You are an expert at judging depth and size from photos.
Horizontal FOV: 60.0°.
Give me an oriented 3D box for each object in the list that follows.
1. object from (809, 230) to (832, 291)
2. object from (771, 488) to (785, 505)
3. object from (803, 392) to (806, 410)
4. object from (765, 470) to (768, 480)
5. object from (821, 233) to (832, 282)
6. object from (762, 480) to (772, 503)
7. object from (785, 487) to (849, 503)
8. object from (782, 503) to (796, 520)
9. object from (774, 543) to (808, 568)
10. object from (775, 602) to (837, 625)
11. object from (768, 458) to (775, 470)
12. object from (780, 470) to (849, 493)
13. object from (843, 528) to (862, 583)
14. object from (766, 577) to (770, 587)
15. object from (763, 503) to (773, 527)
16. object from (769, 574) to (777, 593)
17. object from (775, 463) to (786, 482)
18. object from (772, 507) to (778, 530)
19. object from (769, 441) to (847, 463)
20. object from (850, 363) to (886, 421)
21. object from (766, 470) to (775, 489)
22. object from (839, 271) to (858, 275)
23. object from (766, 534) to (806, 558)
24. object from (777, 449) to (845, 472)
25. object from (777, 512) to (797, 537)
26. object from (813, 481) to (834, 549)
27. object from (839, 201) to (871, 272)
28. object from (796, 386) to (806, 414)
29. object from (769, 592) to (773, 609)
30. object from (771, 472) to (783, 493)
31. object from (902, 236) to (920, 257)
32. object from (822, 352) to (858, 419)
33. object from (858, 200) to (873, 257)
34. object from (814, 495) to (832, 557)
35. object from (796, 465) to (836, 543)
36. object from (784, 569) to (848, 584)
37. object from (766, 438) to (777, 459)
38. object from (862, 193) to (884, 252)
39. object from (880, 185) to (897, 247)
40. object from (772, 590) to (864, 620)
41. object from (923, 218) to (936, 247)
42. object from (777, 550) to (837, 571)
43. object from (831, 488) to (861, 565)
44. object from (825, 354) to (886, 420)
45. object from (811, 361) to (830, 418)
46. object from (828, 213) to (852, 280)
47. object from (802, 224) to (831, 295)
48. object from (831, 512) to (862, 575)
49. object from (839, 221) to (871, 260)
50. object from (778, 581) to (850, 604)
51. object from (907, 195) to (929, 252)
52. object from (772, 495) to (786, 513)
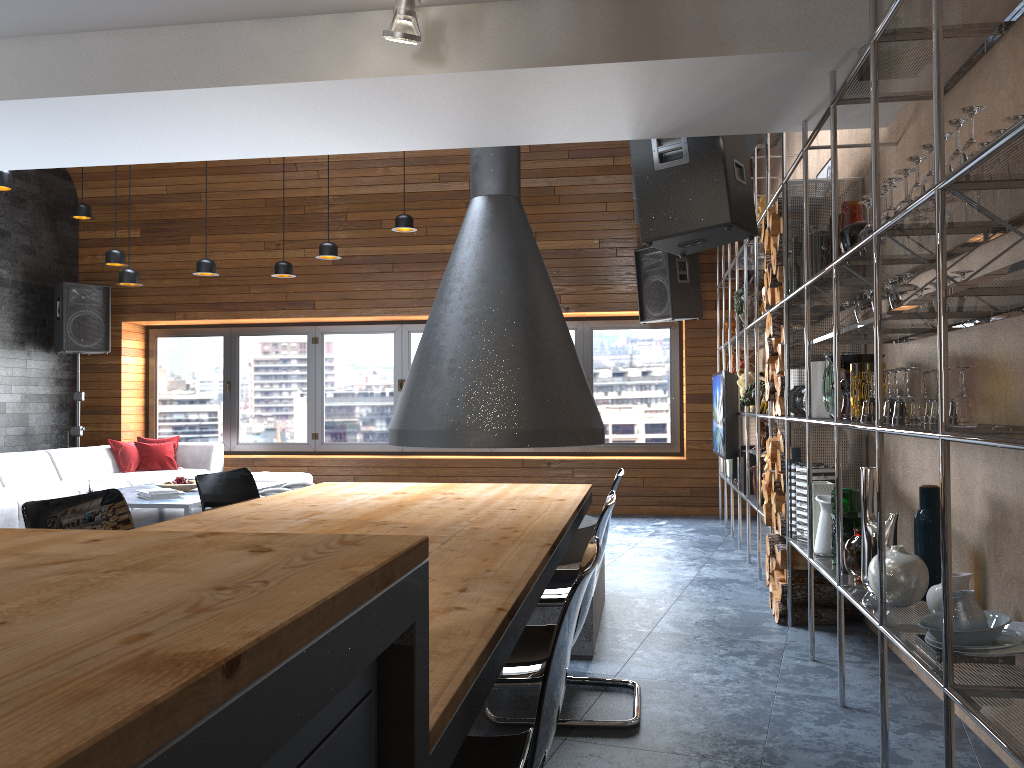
[{"bbox_3d":[1.380,-0.546,3.939,0.113,0.253,0.112,-1,-1,9],"label":"object"},{"bbox_3d":[1.475,0.566,4.514,0.288,0.118,0.147,0,-1,5],"label":"object"},{"bbox_3d":[1.385,0.073,3.978,0.151,0.154,0.151,-1,-1,12],"label":"object"},{"bbox_3d":[1.518,0.494,4.714,0.331,0.110,0.107,0,-1,6],"label":"object"},{"bbox_3d":[1.343,-0.530,3.775,0.058,0.215,0.077,-1,-2,35],"label":"object"},{"bbox_3d":[1.504,0.554,4.627,0.374,0.131,0.115,0,-1,4],"label":"object"},{"bbox_3d":[1.490,0.530,4.334,0.286,0.143,0.143,0,-1,8],"label":"object"},{"bbox_3d":[1.464,0.609,4.277,0.303,0.088,0.095,0,-1,7],"label":"object"},{"bbox_3d":[1.470,0.849,4.406,0.309,0.131,0.099,0,-1,5],"label":"object"},{"bbox_3d":[1.432,1.108,4.276,0.312,0.110,0.103,0,-1,5],"label":"object"},{"bbox_3d":[1.493,0.436,4.639,0.290,0.153,0.112,0,-1,5],"label":"object"},{"bbox_3d":[1.461,0.466,4.288,0.309,0.121,0.111,0,-1,8],"label":"object"},{"bbox_3d":[1.267,0.615,3.183,0.145,0.188,0.145,0,-1,0],"label":"object"},{"bbox_3d":[1.514,1.048,4.717,0.303,0.088,0.095,0,-1,7],"label":"object"},{"bbox_3d":[1.502,0.677,4.619,0.362,0.131,0.154,-1,-1,9],"label":"object"},{"bbox_3d":[1.502,1.034,4.569,0.330,0.098,0.103,0,-1,6],"label":"object"},{"bbox_3d":[1.475,0.440,4.375,0.329,0.107,0.128,-1,-1,9],"label":"object"},{"bbox_3d":[1.478,0.679,4.495,0.299,0.114,0.135,0,-1,6],"label":"object"},{"bbox_3d":[1.467,0.340,4.407,0.362,0.115,0.098,0,-1,8],"label":"object"},{"bbox_3d":[1.278,0.028,3.180,0.120,0.206,0.120,1,-2,-34],"label":"object"},{"bbox_3d":[1.478,0.489,4.543,0.330,0.098,0.107,0,-1,5],"label":"object"},{"bbox_3d":[1.306,-0.484,3.471,0.108,0.109,0.109,-1,-2,34],"label":"object"},{"bbox_3d":[1.466,0.830,4.514,0.321,0.128,0.164,0,-1,8],"label":"object"},{"bbox_3d":[1.447,0.368,4.306,0.299,0.114,0.135,0,-1,6],"label":"object"},{"bbox_3d":[1.443,0.678,4.299,0.287,0.112,0.126,0,-1,8],"label":"object"},{"bbox_3d":[1.367,0.580,3.926,0.092,0.287,0.148,-1,-1,9],"label":"object"},{"bbox_3d":[1.286,-0.559,3.350,0.126,0.255,0.127,1,-2,-38],"label":"object"},{"bbox_3d":[1.411,0.081,4.152,0.150,0.146,0.148,0,-1,-12],"label":"object"},{"bbox_3d":[1.495,1.125,4.607,0.303,0.095,0.087,0,-1,8],"label":"object"},{"bbox_3d":[1.481,0.500,4.461,0.331,0.110,0.101,-1,-1,10],"label":"object"},{"bbox_3d":[1.375,-0.531,3.039,0.070,0.184,0.071,0,-1,-16],"label":"object"},{"bbox_3d":[1.326,0.008,3.570,0.144,0.264,0.142,-1,-2,39],"label":"object"},{"bbox_3d":[1.219,-0.530,3.030,0.070,0.184,0.071,0,-1,-16],"label":"object"},{"bbox_3d":[1.358,0.597,3.731,0.171,0.245,0.146,-1,-2,39],"label":"object"},{"bbox_3d":[1.410,0.556,4.114,0.140,0.347,0.139,0,-1,-12],"label":"object"},{"bbox_3d":[1.475,0.902,4.310,0.288,0.135,0.109,-1,-1,12],"label":"object"},{"bbox_3d":[1.503,0.341,4.682,0.299,0.119,0.151,-1,-1,11],"label":"object"},{"bbox_3d":[1.198,-0.532,2.936,0.070,0.184,0.071,0,-1,-16],"label":"object"},{"bbox_3d":[1.191,-0.535,2.827,0.070,0.184,0.071,0,-1,-16],"label":"object"},{"bbox_3d":[1.509,1.101,4.367,0.428,0.131,0.154,-1,-1,9],"label":"object"},{"bbox_3d":[1.348,-0.535,2.836,0.070,0.184,0.071,0,-1,-16],"label":"object"},{"bbox_3d":[1.456,0.847,4.278,0.331,0.105,0.105,0,-1,5],"label":"object"},{"bbox_3d":[1.333,0.568,3.525,0.125,0.295,0.130,-1,-2,33],"label":"object"},{"bbox_3d":[1.308,0.014,3.374,0.218,0.244,0.216,0,-1,-1],"label":"object"},{"bbox_3d":[1.369,0.025,3.793,0.175,0.241,0.165,-2,-2,44],"label":"object"},{"bbox_3d":[1.322,-0.561,3.578,0.092,0.268,0.092,-1,-2,31],"label":"object"},{"bbox_3d":[1.407,-0.572,4.098,0.122,0.313,0.122,-1,-2,29],"label":"object"},{"bbox_3d":[1.300,0.603,3.345,0.161,0.219,0.157,1,-2,-35],"label":"object"},{"bbox_3d":[1.261,-0.510,3.202,0.148,0.149,0.149,1,-2,-38],"label":"object"},{"bbox_3d":[1.454,1.007,4.270,0.321,0.109,0.110,-1,-1,9],"label":"object"},{"bbox_3d":[1.347,-0.533,2.937,0.070,0.184,0.071,0,-1,-16],"label":"object"},{"bbox_3d":[1.476,0.602,4.425,0.330,0.098,0.103,0,-1,6],"label":"object"}]
